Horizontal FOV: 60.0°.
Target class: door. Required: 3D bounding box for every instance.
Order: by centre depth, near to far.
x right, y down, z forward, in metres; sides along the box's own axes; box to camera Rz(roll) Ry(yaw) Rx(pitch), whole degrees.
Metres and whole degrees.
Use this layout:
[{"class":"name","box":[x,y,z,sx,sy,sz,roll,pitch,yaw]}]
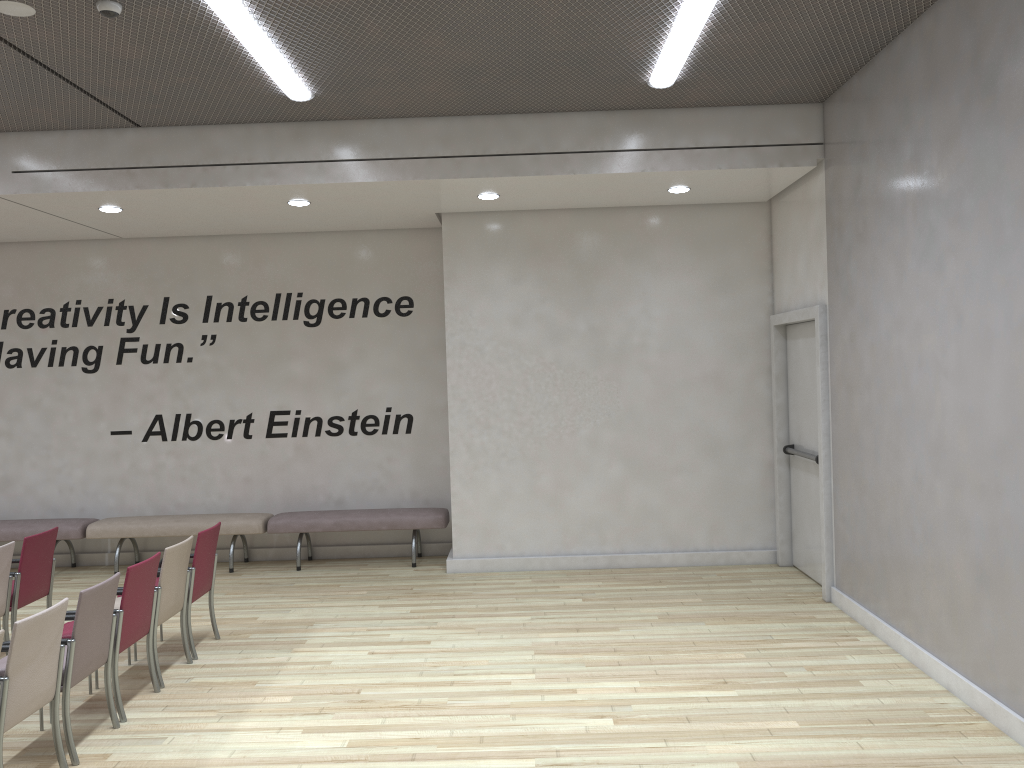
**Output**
[{"class":"door","box":[2.607,0.551,7.837,0.200,2.400,1.400,-2,1,1]}]

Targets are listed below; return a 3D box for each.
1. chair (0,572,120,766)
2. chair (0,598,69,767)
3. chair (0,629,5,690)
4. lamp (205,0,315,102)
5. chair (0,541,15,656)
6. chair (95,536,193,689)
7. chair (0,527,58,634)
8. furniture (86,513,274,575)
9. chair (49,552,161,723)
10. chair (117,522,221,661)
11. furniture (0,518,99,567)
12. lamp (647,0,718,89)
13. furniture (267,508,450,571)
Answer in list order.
[{"class":"chair","box":[-2.487,1.514,4.783,0.640,0.890,0.513,-2,1,0]},{"class":"chair","box":[-2.503,1.523,4.229,0.640,0.890,0.513,-2,1,2]},{"class":"chair","box":[-2.509,1.531,3.681,0.640,0.890,0.513,-2,1,1]},{"class":"lamp","box":[-1.553,-2.051,4.800,0.198,0.045,3.304,-2,1,1]},{"class":"chair","box":[-3.705,1.537,5.899,0.640,0.890,0.513,-2,1,1]},{"class":"chair","box":[-2.477,1.498,5.894,0.640,0.890,0.513,-2,1,1]},{"class":"chair","box":[-3.693,1.528,6.460,0.640,0.890,0.513,-2,1,0]},{"class":"furniture","box":[-3.426,1.648,9.233,1.833,0.550,0.530,-2,1,1]},{"class":"chair","box":[-2.482,1.506,5.345,0.640,0.890,0.513,-2,1,1]},{"class":"chair","box":[-2.465,1.489,6.443,0.640,0.890,0.513,-2,1,0]},{"class":"furniture","box":[-5.284,1.707,9.258,1.833,0.550,0.530,-2,1,1]},{"class":"lamp","box":[1.057,-2.134,4.765,0.198,0.045,3.304,-2,1,1]},{"class":"furniture","box":[-1.573,1.589,9.208,1.833,0.550,0.530,-2,1,1]}]
